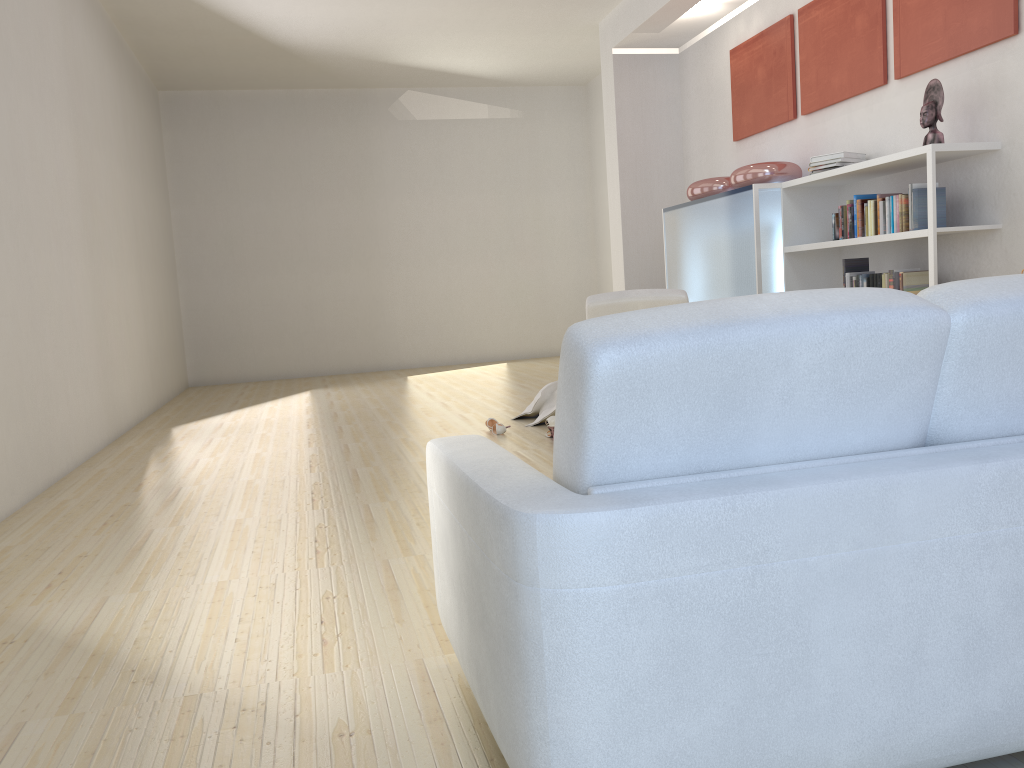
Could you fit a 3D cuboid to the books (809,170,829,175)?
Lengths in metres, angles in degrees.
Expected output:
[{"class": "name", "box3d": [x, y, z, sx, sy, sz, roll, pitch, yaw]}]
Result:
[{"class": "books", "box3d": [2.271, -1.467, 6.165, 0.328, 0.018, 0.247, -8, 7, -38]}]

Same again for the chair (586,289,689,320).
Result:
[{"class": "chair", "box3d": [0.836, -0.213, 5.882, 0.919, 0.828, 0.941, -3, 6, 7]}]

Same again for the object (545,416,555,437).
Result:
[{"class": "object", "box3d": [0.247, 0.253, 5.378, 0.089, 0.149, 0.265, -4, 6, 0]}]

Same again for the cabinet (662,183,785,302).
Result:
[{"class": "cabinet", "box3d": [1.933, -0.853, 7.363, 0.689, 1.396, 1.670, -5, 6, -13]}]

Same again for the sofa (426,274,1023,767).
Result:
[{"class": "sofa", "box3d": [0.949, 0.199, 1.943, 2.166, 0.862, 0.941, -5, 6, -13]}]

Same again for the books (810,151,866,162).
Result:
[{"class": "books", "box3d": [2.264, -1.566, 6.155, 0.319, 0.038, 0.247, -9, 8, -42]}]

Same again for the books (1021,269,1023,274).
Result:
[{"class": "books", "box3d": [2.689, -0.243, 4.340, 0.329, 0.694, 0.270, -5, 6, -13]}]

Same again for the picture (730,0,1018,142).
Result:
[{"class": "picture", "box3d": [2.347, -2.436, 6.357, 0.030, 0.794, 3.227, -5, 6, -13]}]

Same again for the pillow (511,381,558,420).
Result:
[{"class": "pillow", "box3d": [0.311, 0.101, 6.444, 0.299, 0.287, 0.712, 1, 8, 39]}]

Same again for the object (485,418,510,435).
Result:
[{"class": "object", "box3d": [-0.083, 0.272, 5.768, 0.121, 0.091, 0.287, -5, 6, -14]}]

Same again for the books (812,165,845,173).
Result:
[{"class": "books", "box3d": [2.274, -1.485, 6.167, 0.287, 0.018, 0.247, -9, 8, -39]}]

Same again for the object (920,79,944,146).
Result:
[{"class": "object", "box3d": [2.467, -1.579, 5.200, 0.138, 0.409, 0.133, 0, 7, 33]}]

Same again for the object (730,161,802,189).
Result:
[{"class": "object", "box3d": [1.972, -1.614, 6.898, 0.546, 0.206, 0.534, -1, 6, 23]}]

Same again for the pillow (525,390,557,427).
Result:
[{"class": "pillow", "box3d": [0.297, 0.098, 6.151, 0.312, 0.315, 0.615, -2, 6, 14]}]

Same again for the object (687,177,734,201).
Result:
[{"class": "object", "box3d": [1.788, -1.681, 7.677, 0.534, 0.206, 0.546, -7, 6, -26]}]

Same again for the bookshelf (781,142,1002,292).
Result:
[{"class": "bookshelf", "box3d": [2.416, -0.729, 5.822, 0.465, 1.396, 1.599, -5, 6, -13]}]

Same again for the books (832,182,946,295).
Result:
[{"class": "books", "box3d": [2.364, -0.845, 5.611, 0.215, 0.743, 0.831, -5, 6, -13]}]

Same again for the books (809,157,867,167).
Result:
[{"class": "books", "box3d": [2.266, -1.533, 6.158, 0.328, 0.027, 0.247, -8, 7, -38]}]

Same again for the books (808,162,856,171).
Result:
[{"class": "books", "box3d": [2.251, -1.504, 6.152, 0.287, 0.025, 0.247, -7, 7, -28]}]
